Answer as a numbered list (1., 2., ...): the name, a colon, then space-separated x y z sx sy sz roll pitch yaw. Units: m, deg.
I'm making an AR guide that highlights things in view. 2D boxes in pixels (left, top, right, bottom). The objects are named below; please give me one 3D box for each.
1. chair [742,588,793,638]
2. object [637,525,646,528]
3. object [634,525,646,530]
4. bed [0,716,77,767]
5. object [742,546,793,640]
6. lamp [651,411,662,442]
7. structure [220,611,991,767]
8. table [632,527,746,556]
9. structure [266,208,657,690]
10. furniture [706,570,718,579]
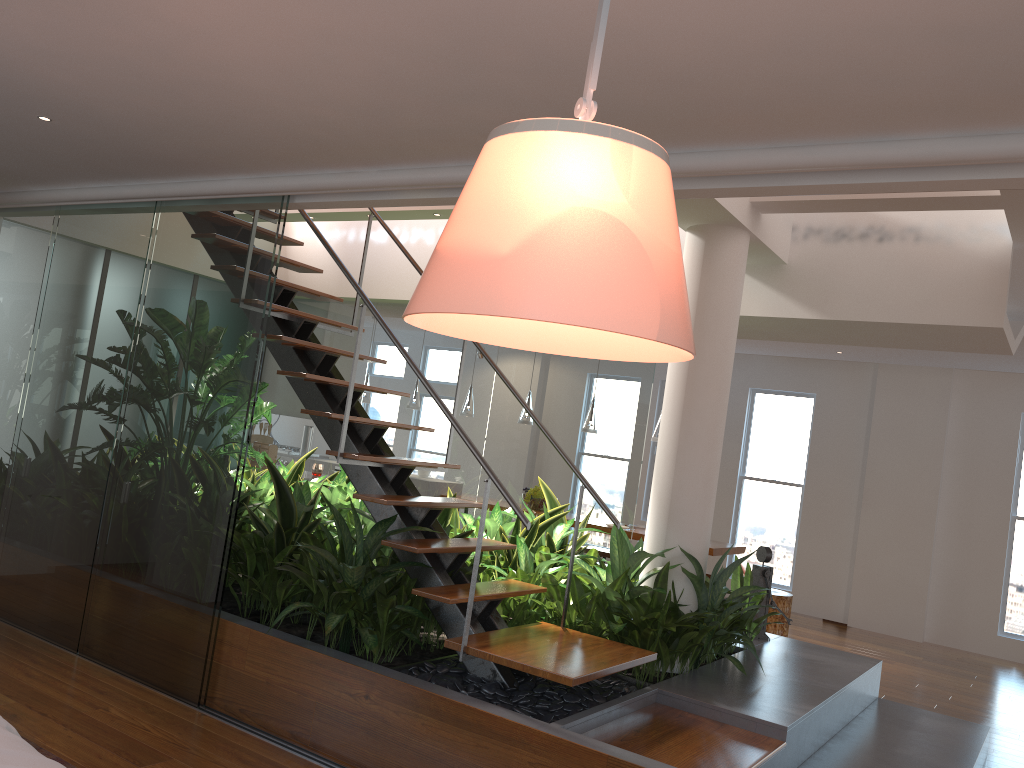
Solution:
1. chair: 2.144 1.969 7.604 0.460 0.400 0.460 5 -5 43
2. object: 1.236 1.371 8.514 0.079 0.030 0.070 9 -4 -14
3. object: 1.236 1.377 8.514 0.222 0.020 0.222 7 -4 25
4. bed: -1.380 0.932 1.188 2.207 0.595 2.314 6 -4 33
5. object: 1.594 1.296 5.501 0.318 0.565 0.134 10 -4 -21
6. lamp: 1.419 0.005 8.095 0.160 1.060 0.160 11 -4 -30
7. structure: -0.461 1.451 5.206 5.584 0.386 3.088 6 -4 33
8. table: -0.622 1.528 9.434 5.996 0.704 0.893 6 -4 33
9. structure: -0.823 -0.694 5.525 4.591 4.265 2.552 6 -4 33
10. furniture: 1.331 1.938 8.812 1.433 0.389 0.316 6 -4 33
